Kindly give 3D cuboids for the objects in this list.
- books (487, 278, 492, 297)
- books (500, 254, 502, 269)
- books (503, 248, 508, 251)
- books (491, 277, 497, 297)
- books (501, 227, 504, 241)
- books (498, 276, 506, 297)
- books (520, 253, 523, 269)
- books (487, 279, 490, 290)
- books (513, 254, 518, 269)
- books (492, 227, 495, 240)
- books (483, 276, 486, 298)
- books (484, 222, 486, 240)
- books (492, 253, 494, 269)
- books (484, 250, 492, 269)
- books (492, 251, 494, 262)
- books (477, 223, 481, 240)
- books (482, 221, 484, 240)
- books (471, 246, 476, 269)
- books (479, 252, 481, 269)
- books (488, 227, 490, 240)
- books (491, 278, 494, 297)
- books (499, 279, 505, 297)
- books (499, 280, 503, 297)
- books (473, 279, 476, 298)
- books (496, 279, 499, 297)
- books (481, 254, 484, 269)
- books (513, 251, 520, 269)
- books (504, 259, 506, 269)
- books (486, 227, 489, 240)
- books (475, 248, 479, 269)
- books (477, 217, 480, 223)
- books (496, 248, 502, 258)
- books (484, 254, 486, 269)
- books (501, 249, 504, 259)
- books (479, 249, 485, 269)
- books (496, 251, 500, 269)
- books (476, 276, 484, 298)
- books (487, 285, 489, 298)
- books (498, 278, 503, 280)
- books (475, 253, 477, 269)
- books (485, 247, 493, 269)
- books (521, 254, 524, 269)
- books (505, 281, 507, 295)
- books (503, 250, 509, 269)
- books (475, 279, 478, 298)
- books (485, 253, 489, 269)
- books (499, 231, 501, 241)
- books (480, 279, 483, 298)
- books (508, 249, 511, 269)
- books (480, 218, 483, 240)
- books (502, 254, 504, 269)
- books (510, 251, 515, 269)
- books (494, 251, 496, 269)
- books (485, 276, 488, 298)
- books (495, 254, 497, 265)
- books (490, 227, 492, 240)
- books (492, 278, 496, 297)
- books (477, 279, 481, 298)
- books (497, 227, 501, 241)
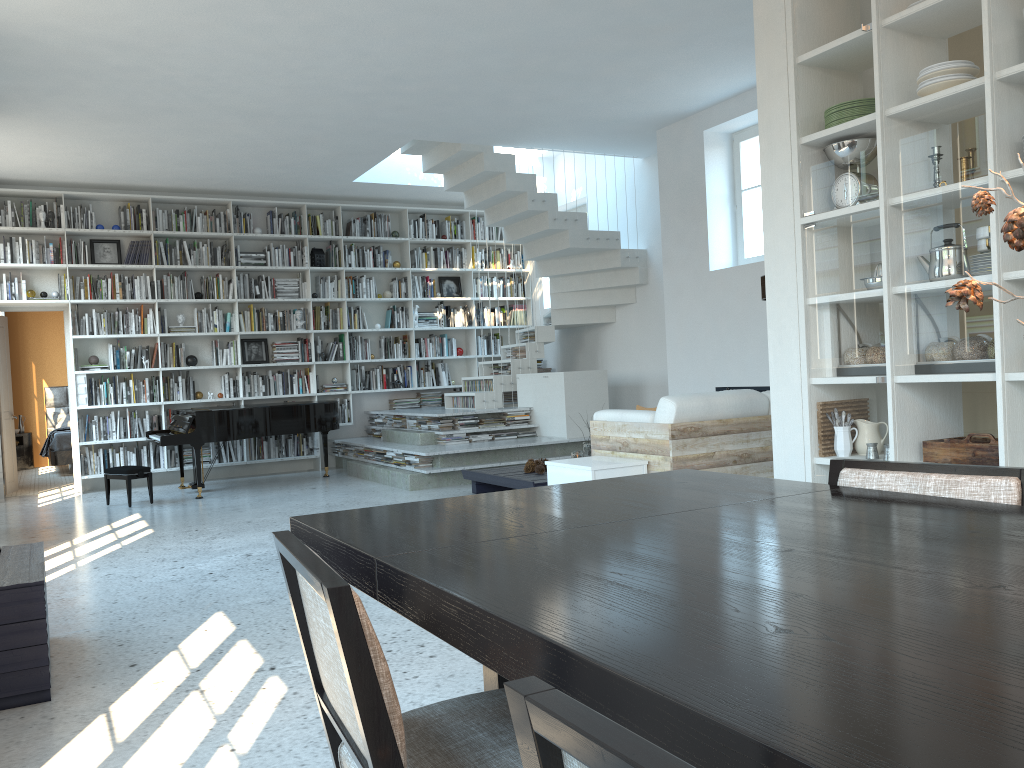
[{"bbox_3d":[-0.318,-1.247,11.612,0.025,0.271,0.152,-4,1,-28],"label":"books"},{"bbox_3d":[-0.185,-1.597,11.671,0.023,0.220,0.171,-4,1,-28],"label":"books"},{"bbox_3d":[-0.090,-1.640,11.746,0.011,0.294,0.151,-4,1,-28],"label":"books"},{"bbox_3d":[-0.250,-1.258,11.641,0.030,0.284,0.166,-4,1,-28],"label":"books"},{"bbox_3d":[-0.150,-1.996,11.715,0.068,0.277,0.132,-4,1,-28],"label":"books"},{"bbox_3d":[-0.132,-1.269,11.726,0.024,0.292,0.132,-4,1,-28],"label":"books"},{"bbox_3d":[0.086,-1.626,11.830,0.040,0.246,0.160,-4,1,-28],"label":"books"},{"bbox_3d":[-0.331,-1.241,11.596,0.013,0.260,0.158,-4,1,-28],"label":"books"},{"bbox_3d":[0.018,-1.605,11.784,0.023,0.213,0.180,-4,1,-28],"label":"books"},{"bbox_3d":[-0.271,-1.954,11.641,0.026,0.208,0.163,-4,1,-28],"label":"books"},{"bbox_3d":[-0.386,-1.257,11.579,0.022,0.297,0.162,-4,1,-28],"label":"books"},{"bbox_3d":[-0.385,-1.973,11.576,0.022,0.259,0.163,-4,1,-28],"label":"books"},{"bbox_3d":[-0.287,-1.583,11.541,0.014,0.206,0.184,-4,1,-28],"label":"books"},{"bbox_3d":[-0.320,-1.605,11.514,0.023,0.254,0.189,-4,1,-28],"label":"books"},{"bbox_3d":[-0.275,-1.602,11.554,0.022,0.242,0.144,-4,1,-28],"label":"books"},{"bbox_3d":[-0.458,-1.961,11.530,0.023,0.244,0.182,-4,1,-28],"label":"books"},{"bbox_3d":[-0.409,-1.980,11.569,0.027,0.275,0.148,-4,1,-28],"label":"books"},{"bbox_3d":[-0.519,-1.614,11.407,0.010,0.294,0.183,-4,1,-28],"label":"books"},{"bbox_3d":[-0.449,-1.583,11.448,0.049,0.224,0.161,-4,1,-28],"label":"books"},{"bbox_3d":[-0.332,-1.971,11.614,0.027,0.250,0.154,-4,1,-28],"label":"books"},{"bbox_3d":[-0.292,-1.243,11.615,0.024,0.259,0.156,-4,1,-28],"label":"books"},{"bbox_3d":[-0.151,-1.251,11.693,0.023,0.258,0.184,-4,1,-28],"label":"books"},{"bbox_3d":[-0.178,-1.242,11.672,0.045,0.245,0.177,-4,1,-28],"label":"books"},{"bbox_3d":[-0.510,-1.228,11.504,0.012,0.254,0.161,-4,1,-28],"label":"books"},{"bbox_3d":[-0.212,-1.245,11.677,0.012,0.254,0.161,-4,1,-28],"label":"books"},{"bbox_3d":[-0.413,-1.569,11.461,0.024,0.193,0.190,-4,1,-28],"label":"books"},{"bbox_3d":[0.055,-1.630,11.814,0.029,0.258,0.163,-4,1,-28],"label":"books"},{"bbox_3d":[-0.125,-1.582,11.724,0.034,0.183,0.156,-4,1,-28],"label":"books"},{"bbox_3d":[-0.363,-1.977,11.589,0.029,0.264,0.179,-4,1,-28],"label":"books"},{"bbox_3d":[-0.477,-1.601,11.420,0.026,0.263,0.189,-4,1,-28],"label":"books"},{"bbox_3d":[-0.453,-2.003,11.552,0.012,0.326,0.151,-4,1,-28],"label":"books"},{"bbox_3d":[-0.176,-1.635,11.684,0.010,0.295,0.165,-4,1,-28],"label":"books"},{"bbox_3d":[-0.392,-1.574,11.535,0.038,0.199,0.170,-4,1,-28],"label":"books"},{"bbox_3d":[-0.154,-1.630,11.710,0.024,0.281,0.153,-4,1,-28],"label":"books"},{"bbox_3d":[-0.401,-1.605,11.484,0.023,0.263,0.158,-4,1,-28],"label":"books"},{"bbox_3d":[-0.231,-1.605,11.592,0.042,0.242,0.247,-4,1,-28],"label":"books"},{"bbox_3d":[-0.414,-1.249,11.535,0.014,0.285,0.185,-4,1,-28],"label":"books"},{"bbox_3d":[-0.352,-1.200,11.599,0.027,0.179,0.157,-4,1,-28],"label":"books"},{"bbox_3d":[-0.148,-1.259,11.722,0.010,0.274,0.130,-4,1,-28],"label":"books"},{"bbox_3d":[-0.502,-1.570,11.417,0.024,0.205,0.165,-4,1,-28],"label":"books"},{"bbox_3d":[-0.303,-1.627,11.528,0.022,0.296,0.152,-4,1,-28],"label":"books"},{"bbox_3d":[0.117,-1.612,11.827,0.011,0.216,0.170,-4,1,-28],"label":"books"},{"bbox_3d":[-0.108,-1.243,11.739,0.028,0.237,0.146,-4,1,-28],"label":"books"},{"bbox_3d":[-0.094,-1.623,11.719,0.022,0.261,0.160,-4,1,-28],"label":"books"},{"bbox_3d":[-0.499,-1.227,11.524,0.026,0.250,0.160,-4,1,-28],"label":"books"},{"bbox_3d":[-0.349,-1.582,11.520,0.025,0.211,0.134,-4,1,-28],"label":"books"},{"bbox_3d":[-0.180,-1.973,11.703,0.010,0.236,0.131,-4,1,-28],"label":"books"},{"bbox_3d":[-0.438,-1.233,11.538,0.026,0.256,0.173,-4,1,-28],"label":"books"},{"bbox_3d":[-0.069,-1.637,11.745,0.023,0.287,0.163,-4,1,-28],"label":"books"},{"bbox_3d":[-0.435,-1.993,11.544,0.012,0.306,0.184,-4,1,-28],"label":"books"},{"bbox_3d":[-0.157,-1.595,11.680,0.013,0.213,0.186,-4,1,-28],"label":"books"},{"bbox_3d":[-0.025,-1.623,11.763,0.070,0.254,0.154,-4,1,-28],"label":"books"},{"bbox_3d":[-0.260,-1.601,11.562,0.012,0.238,0.165,-4,1,-28],"label":"books"},{"bbox_3d":[-0.366,-1.256,11.577,0.012,0.293,0.165,-4,1,-28],"label":"books"},{"bbox_3d":[-0.244,-1.594,11.559,0.013,0.222,0.174,-4,1,-28],"label":"books"},{"bbox_3d":[-0.305,-1.966,11.619,0.025,0.237,0.143,-4,1,-28],"label":"books"},{"bbox_3d":[-0.270,-1.246,11.624,0.022,0.263,0.172,-4,1,-28],"label":"books"},{"bbox_3d":[-0.464,-1.227,11.511,0.023,0.248,0.182,-4,1,-28],"label":"books"},{"bbox_3d":[-0.202,-1.960,11.676,0.057,0.212,0.163,-4,1,-28],"label":"books"}]
